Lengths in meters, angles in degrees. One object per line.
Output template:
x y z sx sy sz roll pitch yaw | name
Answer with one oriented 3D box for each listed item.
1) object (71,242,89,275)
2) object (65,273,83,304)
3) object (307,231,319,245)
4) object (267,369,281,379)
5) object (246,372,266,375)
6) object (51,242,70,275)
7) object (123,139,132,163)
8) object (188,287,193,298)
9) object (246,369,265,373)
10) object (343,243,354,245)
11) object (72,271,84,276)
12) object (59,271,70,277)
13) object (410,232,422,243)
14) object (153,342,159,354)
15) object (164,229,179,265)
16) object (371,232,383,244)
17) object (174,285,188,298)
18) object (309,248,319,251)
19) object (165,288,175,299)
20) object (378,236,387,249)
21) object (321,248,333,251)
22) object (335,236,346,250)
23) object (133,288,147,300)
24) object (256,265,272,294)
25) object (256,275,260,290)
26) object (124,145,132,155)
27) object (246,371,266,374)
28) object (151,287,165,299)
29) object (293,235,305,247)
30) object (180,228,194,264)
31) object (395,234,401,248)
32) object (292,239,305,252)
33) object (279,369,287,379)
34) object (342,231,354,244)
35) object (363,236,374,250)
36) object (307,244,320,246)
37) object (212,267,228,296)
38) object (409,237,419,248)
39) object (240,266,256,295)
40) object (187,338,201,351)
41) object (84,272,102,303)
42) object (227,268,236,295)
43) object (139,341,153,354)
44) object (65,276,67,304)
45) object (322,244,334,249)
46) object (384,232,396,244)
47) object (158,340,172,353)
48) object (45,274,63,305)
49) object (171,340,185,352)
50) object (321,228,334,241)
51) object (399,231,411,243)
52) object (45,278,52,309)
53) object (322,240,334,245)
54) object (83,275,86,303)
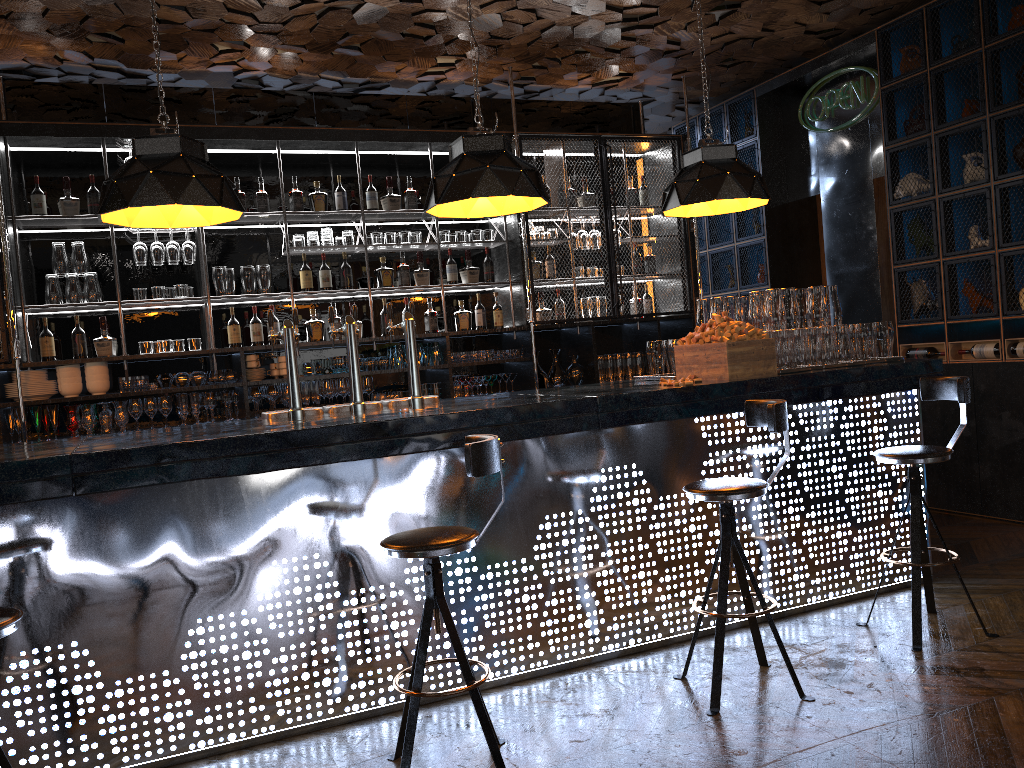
-2.884 -0.839 5.913 0.105 0.209 0.105 -4 2 22 | object
-2.914 -0.626 5.892 0.105 0.209 0.105 -4 2 22 | object
-1.449 -1.058 6.447 0.089 0.092 0.089 -4 2 19 | object
-1.690 -0.070 6.366 0.094 0.067 0.106 -4 2 29 | object
-1.807 -0.066 6.232 0.149 0.024 0.149 -6 2 -24 | object
-2.987 -0.829 5.860 0.105 0.209 0.105 -4 2 22 | object
-2.558 -1.513 5.955 0.092 0.244 0.092 -4 2 28 | object
-2.291 -0.633 6.252 0.089 0.092 0.089 -6 3 -39 | object
-1.809 -0.085 6.231 0.149 0.025 0.149 -4 2 29 | object
-1.212 -1.062 6.557 0.089 0.092 0.089 -5 2 3 | object
-2.924 -0.839 5.996 0.105 0.209 0.105 -4 2 22 | object
-3.036 -0.828 5.961 0.105 0.209 0.105 -4 2 22 | object
-0.733 -1.111 6.783 0.089 0.092 0.089 -4 2 21 | object
-2.477 -0.248 6.203 0.089 0.092 0.089 -3 3 39 | object
-2.382 -0.961 6.207 0.092 0.244 0.092 -4 2 28 | object
-1.012 -1.082 6.641 0.089 0.092 0.089 -3 3 39 | object
-2.263 -0.629 6.068 0.089 0.092 0.089 -6 3 -39 | object
-1.479 -1.041 6.605 0.089 0.092 0.089 -5 2 3 | object
-2.398 -0.622 6.199 0.089 0.092 0.089 -5 2 9 | object
-1.007 -1.089 6.827 0.089 0.092 0.089 -4 2 16 | object
-1.392 -1.050 6.669 0.089 0.092 0.089 -5 2 3 | object
-1.288 -1.059 6.676 0.089 0.092 0.089 -6 2 -34 | object
-2.541 -0.606 6.064 0.089 0.092 0.089 -7 3 -45 | object
-1.764 -0.739 6.325 0.105 0.209 0.105 -4 2 22 | object
-1.795 -0.740 6.429 0.105 0.209 0.105 -4 2 22 | object
-2.622 -1.512 6.106 0.092 0.244 0.092 -4 2 28 | object
-1.807 -0.075 6.232 0.149 0.026 0.148 -5 2 -16 | object
-2.418 -0.616 6.068 0.089 0.092 0.089 -7 3 -45 | object
-1.541 -1.029 6.414 0.089 0.092 0.089 -5 2 3 | object
-2.287 -0.970 6.248 0.092 0.244 0.092 -4 2 28 | object
-0.886 -1.100 6.837 0.089 0.092 0.089 -6 2 -24 | object
-1.584 -1.031 6.574 0.089 0.092 0.089 -3 3 39 | object
-1.602 -0.076 6.302 0.106 0.067 0.094 -6 2 -35 | object
-1.214 -1.082 6.556 0.089 0.092 0.089 -6 2 -32 | object
-1.097 -1.080 6.783 0.089 0.092 0.089 -4 2 19 | object
-1.447 -1.038 6.448 0.089 0.092 0.089 -3 3 39 | object
-2.037 -0.712 6.205 0.105 0.209 0.105 -4 2 22 | object
-0.765 -1.113 6.920 0.089 0.092 0.089 -3 3 41 | object
-1.873 -0.730 6.305 0.105 0.209 0.105 -4 2 22 | object
-2.203 -0.270 6.159 0.089 0.092 0.089 -5 2 -12 | object
-2.804 -0.637 5.926 0.105 0.209 0.105 -4 2 22 | object
-2.024 -0.718 6.336 0.105 0.209 0.105 -4 2 22 | object
-2.482 -0.241 6.017 0.089 0.092 0.089 -3 3 39 | object
-2.963 -0.625 5.990 0.105 0.209 0.105 -4 2 22 | object
-1.356 -1.049 6.528 0.089 0.092 0.089 -6 2 -34 | object
-0.916 -1.092 6.695 0.089 0.092 0.089 -4 2 30 | object
-2.367 -0.252 6.051 0.089 0.092 0.089 -4 2 30 | object
-3.023 -0.615 5.845 0.105 0.209 0.105 -4 2 22 | object
-2.325 -0.260 6.176 0.089 0.092 0.089 -5 2 -12 | object
-1.360 -1.097 6.526 0.089 0.092 0.089 -6 2 -27 | object
-0.810 -1.102 6.713 0.089 0.092 0.089 -4 2 30 | object
-3.079 -0.614 5.949 0.105 0.209 0.105 -4 2 22 | object
-1.358 -1.071 6.527 0.089 0.092 0.089 -6 2 -34 | object
-2.859 -0.635 6.023 0.105 0.209 0.105 -4 2 22 | object
